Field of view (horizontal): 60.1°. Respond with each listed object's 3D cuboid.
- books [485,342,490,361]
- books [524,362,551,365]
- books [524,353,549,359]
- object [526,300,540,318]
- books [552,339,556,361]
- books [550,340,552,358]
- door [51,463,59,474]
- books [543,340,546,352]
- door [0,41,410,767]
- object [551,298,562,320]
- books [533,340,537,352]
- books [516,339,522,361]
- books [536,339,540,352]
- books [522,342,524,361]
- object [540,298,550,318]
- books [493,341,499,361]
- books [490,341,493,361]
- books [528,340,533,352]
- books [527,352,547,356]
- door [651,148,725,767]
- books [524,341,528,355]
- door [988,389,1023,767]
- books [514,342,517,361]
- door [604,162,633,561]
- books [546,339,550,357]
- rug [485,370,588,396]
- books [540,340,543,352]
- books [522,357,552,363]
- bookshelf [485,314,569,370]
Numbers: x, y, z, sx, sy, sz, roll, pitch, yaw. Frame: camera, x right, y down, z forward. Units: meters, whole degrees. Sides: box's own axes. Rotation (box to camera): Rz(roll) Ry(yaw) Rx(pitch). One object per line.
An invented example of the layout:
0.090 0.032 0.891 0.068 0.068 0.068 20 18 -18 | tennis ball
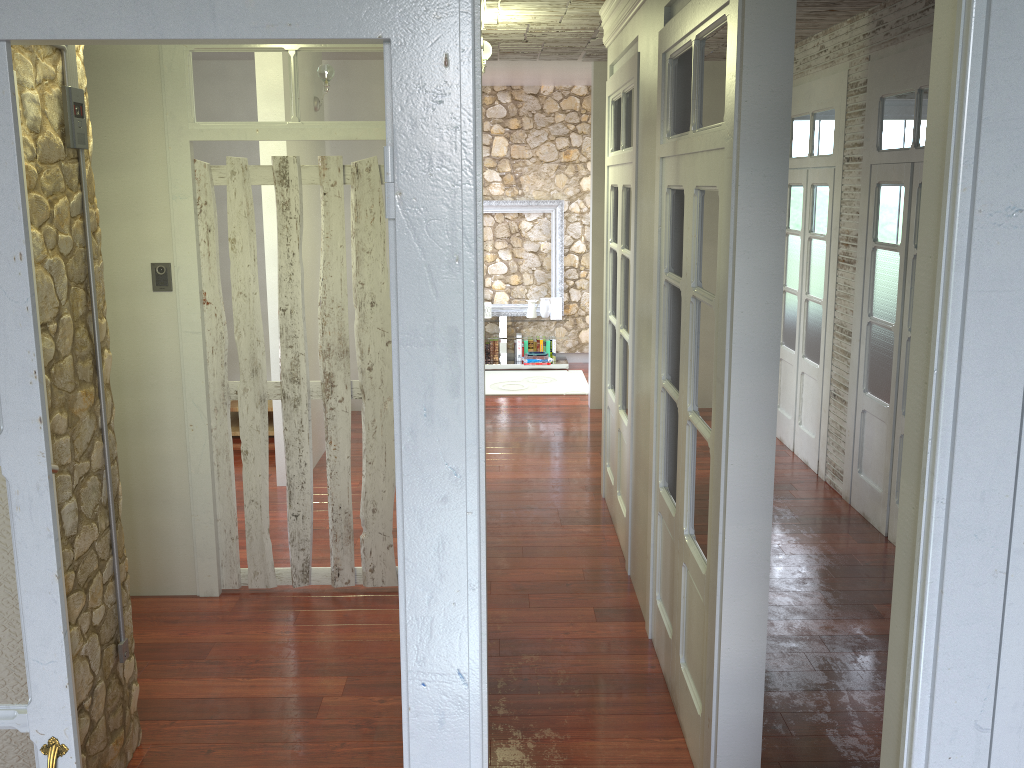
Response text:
-0.267 -0.356 9.684 0.048 0.190 0.145 0 11 -1 | books
0.268 -0.235 9.499 0.284 0.032 0.199 0 13 -1 | books
0.263 -0.296 9.491 0.254 0.030 0.176 1 13 4 | books
0.219 -0.813 9.555 0.116 0.193 0.137 6 12 29 | object
0.455 -0.384 9.697 0.034 0.232 0.185 0 11 -1 | books
0.426 -0.383 9.700 0.026 0.230 0.161 0 11 -1 | books
-1.316 0.411 2.075 0.145 2.197 0.877 0 10 -1 | door
0.352 -0.384 9.700 0.034 0.232 0.185 0 11 -1 | books
-0.578 0.582 1.447 1.190 2.161 0.485 -6 11 -26 | door
0.472 -0.803 9.427 0.118 0.225 0.074 0 10 -1 | object
0.251 -0.374 9.704 0.037 0.212 0.170 0 11 -1 | books
0.077 -0.399 9.697 0.053 0.266 0.178 0 11 -1 | books
0.286 -0.383 9.699 0.034 0.232 0.185 0 11 -1 | books
0.117 -0.369 9.701 0.026 0.205 0.163 0 11 -1 | books
0.357 -0.819 9.547 0.115 0.207 0.113 8 13 39 | object
-0.177 -0.377 9.695 0.057 0.226 0.173 0 11 -1 | books
-0.224 -0.375 9.698 0.038 0.221 0.160 0 11 -1 | books
0.203 -0.379 9.697 0.057 0.226 0.173 0 11 -1 | books
0.267 -0.322 9.485 0.204 0.023 0.145 0 13 -1 | books
0.635 0.222 3.221 0.041 2.066 1.087 0 10 -1 | door
0.152 -0.381 9.719 0.045 0.220 0.176 0 11 -1 | books
1.271 0.576 1.428 1.057 2.159 0.041 0 10 -1 | door
0.036 -0.368 9.699 0.027 0.205 0.163 0 11 -1 | books
0.610 -0.176 4.973 0.041 2.066 1.087 0 10 -1 | door
0.391 -0.380 9.709 0.045 0.220 0.176 0 11 -1 | books
0.223 -0.019 8.920 1.067 0.016 1.079 0 13 -1 | rug
0.319 -0.383 9.696 0.034 0.232 0.185 0 11 -1 | books
0.267 -0.266 9.493 0.284 0.031 0.199 -4 13 -15 | books
-0.096 -0.451 9.638 1.400 0.545 0.404 0 11 -1 | bookshelf
